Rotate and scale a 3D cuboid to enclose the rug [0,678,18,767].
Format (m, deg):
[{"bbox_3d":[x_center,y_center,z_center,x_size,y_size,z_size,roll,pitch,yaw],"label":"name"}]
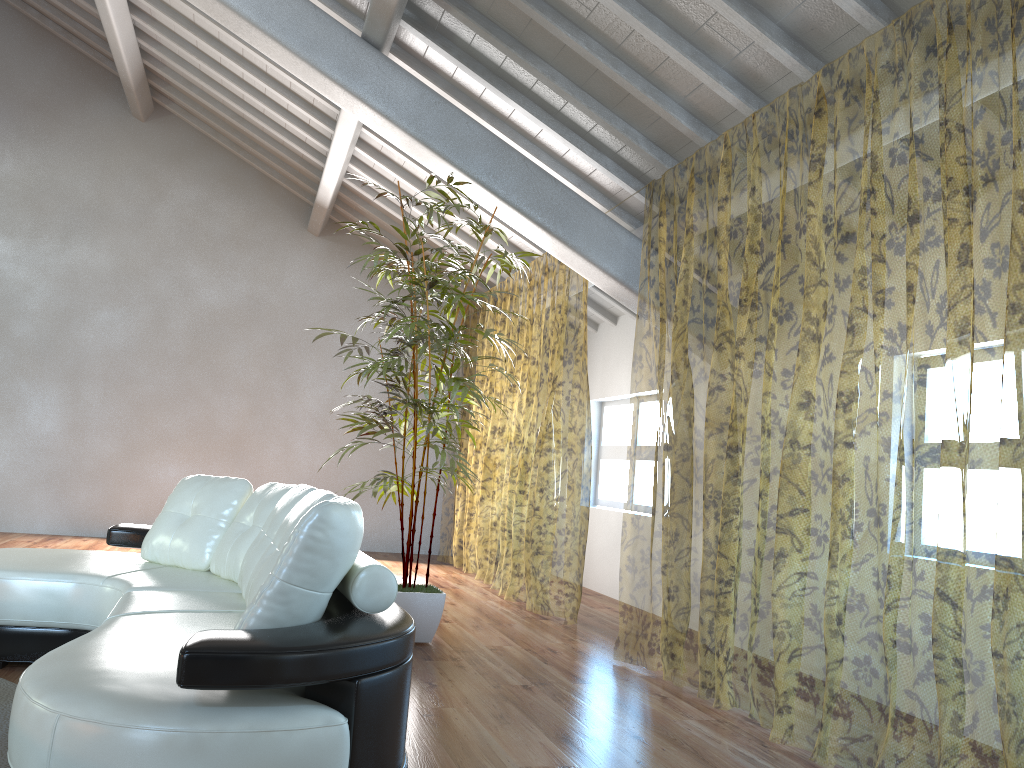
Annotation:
[{"bbox_3d":[-2.445,0.931,2.247,2.313,0.020,2.307,-1,-8,44],"label":"rug"}]

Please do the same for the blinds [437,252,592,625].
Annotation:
[{"bbox_3d":[-0.073,0.354,7.266,0.306,2.546,3.505,6,-6,-16],"label":"blinds"}]

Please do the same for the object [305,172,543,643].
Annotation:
[{"bbox_3d":[-0.542,0.094,4.753,1.177,2.473,1.399,4,-6,9],"label":"object"}]

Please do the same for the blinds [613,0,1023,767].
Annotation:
[{"bbox_3d":[1.168,0.031,3.155,0.306,2.546,3.505,6,-6,-16],"label":"blinds"}]

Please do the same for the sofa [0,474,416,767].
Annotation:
[{"bbox_3d":[-1.169,0.733,3.172,1.359,0.805,3.047,9,-7,-37],"label":"sofa"}]
